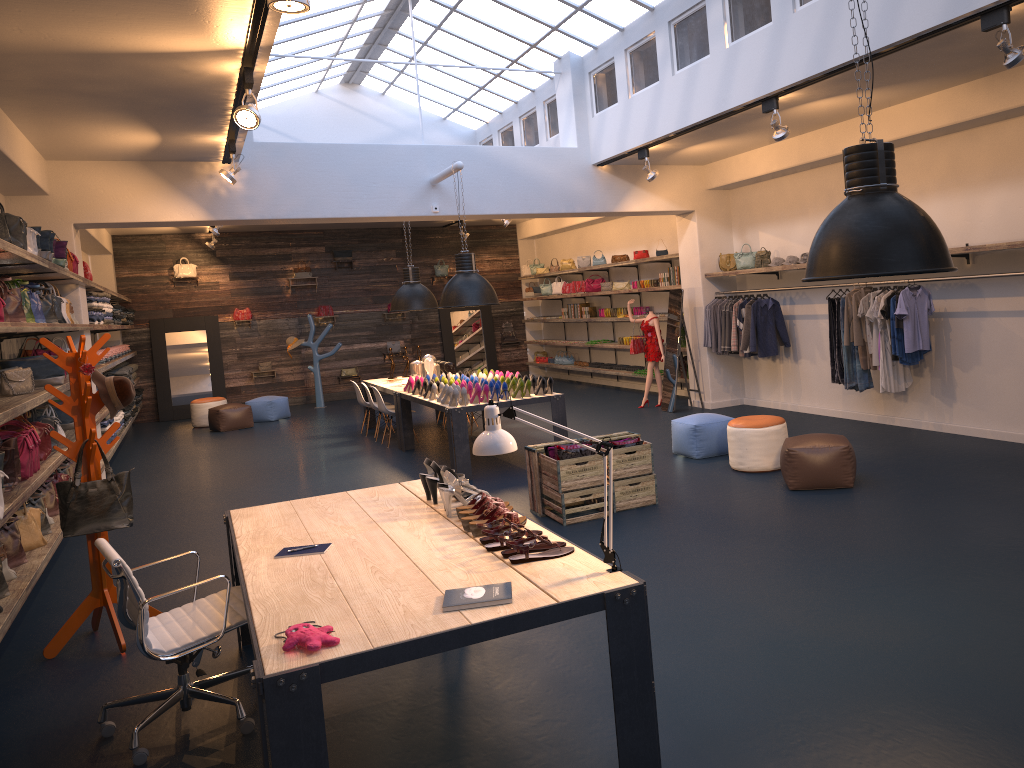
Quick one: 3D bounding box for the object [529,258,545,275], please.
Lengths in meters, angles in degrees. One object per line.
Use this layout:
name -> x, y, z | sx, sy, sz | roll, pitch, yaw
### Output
object -> 0.547, -2.563, 18.995 | 0.350, 0.366, 0.185 | -3, 3, 19

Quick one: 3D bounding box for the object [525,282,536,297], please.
object -> 0.447, -2.109, 19.341 | 0.334, 0.334, 0.174 | -3, 3, 20

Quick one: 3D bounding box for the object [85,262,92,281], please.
object -> -4.868, -1.243, 9.647 | 0.340, 0.244, 0.133 | -6, 3, -24

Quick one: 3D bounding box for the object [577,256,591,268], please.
object -> 1.388, -2.340, 16.636 | 0.263, 0.229, 0.082 | -3, 3, 17

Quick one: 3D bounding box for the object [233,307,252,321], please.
object -> -5.266, -1.366, 16.974 | 0.353, 0.253, 0.131 | -5, 3, -15

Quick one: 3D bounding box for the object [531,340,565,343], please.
object -> 0.783, -0.927, 18.751 | 0.376, 0.024, 1.755 | -6, 6, -20

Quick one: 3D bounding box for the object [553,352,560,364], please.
object -> 0.964, -0.580, 18.605 | 0.198, 0.279, 0.060 | -4, 2, 5

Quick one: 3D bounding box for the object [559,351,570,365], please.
object -> 1.095, -0.553, 18.163 | 0.268, 0.282, 0.099 | -4, 3, 10

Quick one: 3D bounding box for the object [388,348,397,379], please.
object -> -1.807, -0.312, 12.984 | 0.146, 0.467, 0.134 | -5, 2, -12

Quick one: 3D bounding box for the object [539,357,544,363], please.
object -> 0.706, -0.542, 19.230 | 0.214, 0.118, 0.092 | -4, 3, 9

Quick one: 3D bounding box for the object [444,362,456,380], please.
object -> -0.813, -0.151, 11.466 | 0.165, 0.285, 0.144 | -6, 3, -24

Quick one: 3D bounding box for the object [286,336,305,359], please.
object -> -4.165, -0.703, 16.741 | 0.359, 0.440, 0.331 | -6, 4, -26

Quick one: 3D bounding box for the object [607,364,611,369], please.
object -> 1.857, -0.330, 16.236 | 0.199, 0.087, 0.061 | -6, 4, -25

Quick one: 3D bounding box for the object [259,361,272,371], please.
object -> -4.872, -0.346, 17.145 | 0.095, 0.175, 0.293 | -2, 5, 45

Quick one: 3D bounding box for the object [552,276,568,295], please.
object -> 1.001, -2.042, 17.918 | 0.396, 0.385, 0.207 | -2, 4, 28

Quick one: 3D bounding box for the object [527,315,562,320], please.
object -> 0.770, -1.449, 18.887 | 0.514, 0.060, 1.425 | -6, 6, -21

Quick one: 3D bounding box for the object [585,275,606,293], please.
object -> 1.564, -1.896, 16.374 | 0.371, 0.336, 0.279 | -7, 4, -34

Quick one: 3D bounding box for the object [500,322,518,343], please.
object -> -0.074, -1.179, 19.551 | 0.383, 0.459, 0.218 | -6, 3, -25

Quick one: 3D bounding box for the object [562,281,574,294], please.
object -> 1.153, -1.928, 17.342 | 0.316, 0.253, 0.147 | -2, 4, 26

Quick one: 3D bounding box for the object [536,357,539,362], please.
object -> 0.636, -0.554, 19.419 | 0.214, 0.118, 0.092 | -4, 3, 9

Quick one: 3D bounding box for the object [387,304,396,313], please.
object -> -2.496, -1.628, 18.346 | 0.265, 0.243, 0.203 | -6, 4, -28

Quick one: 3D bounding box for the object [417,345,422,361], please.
object -> -1.392, -0.361, 13.189 | 0.128, 0.467, 0.151 | -2, 3, 43

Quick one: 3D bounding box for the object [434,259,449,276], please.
object -> -1.528, -2.514, 18.807 | 0.400, 0.366, 0.161 | -7, 4, -36

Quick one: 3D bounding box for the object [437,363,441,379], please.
object -> -1.029, -0.136, 11.449 | 0.189, 0.289, 0.160 | -7, 4, -35

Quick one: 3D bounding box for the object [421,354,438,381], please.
object -> -1.065, -0.177, 11.246 | 0.219, 0.411, 0.185 | -6, 3, -35

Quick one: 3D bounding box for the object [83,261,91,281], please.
object -> -4.835, -1.237, 9.562 | 0.341, 0.244, 0.132 | -6, 3, -27

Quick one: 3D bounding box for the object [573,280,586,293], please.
object -> 1.305, -1.890, 16.831 | 0.294, 0.249, 0.146 | -1, 4, 39

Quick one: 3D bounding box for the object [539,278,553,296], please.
object -> 0.753, -2.058, 18.370 | 0.350, 0.366, 0.185 | -3, 3, 19

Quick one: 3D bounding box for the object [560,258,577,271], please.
object -> 1.105, -2.382, 17.287 | 0.346, 0.233, 0.213 | -2, 4, 25

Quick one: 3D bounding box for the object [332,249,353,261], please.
object -> -3.472, -2.646, 17.848 | 0.451, 0.231, 0.164 | -7, 4, -31

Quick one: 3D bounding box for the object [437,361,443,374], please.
object -> -0.979, -0.180, 11.914 | 0.165, 0.285, 0.144 | -6, 3, -24

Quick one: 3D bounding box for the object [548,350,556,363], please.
object -> 0.873, -0.596, 18.849 | 0.198, 0.279, 0.060 | -4, 2, 5

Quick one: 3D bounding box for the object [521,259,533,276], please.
object -> 0.417, -2.606, 19.440 | 0.429, 0.385, 0.191 | -4, 3, -2

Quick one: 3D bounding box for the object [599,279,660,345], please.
object -> 2.086, -1.244, 15.464 | 0.485, 1.133, 2.524 | -5, 5, -20

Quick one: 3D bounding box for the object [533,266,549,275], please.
object -> 0.619, -2.443, 18.727 | 0.339, 0.173, 0.247 | -2, 5, 29

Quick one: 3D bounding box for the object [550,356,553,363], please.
object -> 0.919, -0.589, 18.735 | 0.203, 0.279, 0.058 | -5, 2, -4

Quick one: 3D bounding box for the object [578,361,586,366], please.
object -> 1.437, -0.411, 17.443 | 0.229, 0.082, 0.217 | -7, 6, -33

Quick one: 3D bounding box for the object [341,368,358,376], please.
object -> -3.327, -0.255, 17.876 | 0.211, 0.173, 0.396 | 0, 6, 44

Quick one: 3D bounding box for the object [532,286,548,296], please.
object -> 0.634, -2.027, 18.868 | 0.401, 0.231, 0.185 | -3, 4, 14

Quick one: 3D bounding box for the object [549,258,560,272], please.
object -> 0.885, -2.464, 18.016 | 0.269, 0.299, 0.112 | -2, 4, 38

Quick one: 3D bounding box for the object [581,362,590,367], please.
object -> 1.484, -0.391, 17.196 | 0.229, 0.082, 0.217 | -7, 6, -33

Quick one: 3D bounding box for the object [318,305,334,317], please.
object -> -3.785, -1.491, 17.684 | 0.347, 0.254, 0.127 | -7, 4, -36

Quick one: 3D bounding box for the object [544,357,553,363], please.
object -> 0.795, -0.532, 19.055 | 0.214, 0.118, 0.093 | -3, 3, 10

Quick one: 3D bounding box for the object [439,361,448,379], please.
object -> -0.897, -0.166, 11.694 | 0.165, 0.285, 0.144 | -6, 3, -24

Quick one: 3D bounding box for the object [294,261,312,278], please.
object -> -4.221, -2.304, 17.485 | 0.369, 0.334, 0.158 | -5, 3, -15

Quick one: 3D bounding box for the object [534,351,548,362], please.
object -> 0.656, -0.632, 19.636 | 0.361, 0.233, 0.204 | -4, 4, 8

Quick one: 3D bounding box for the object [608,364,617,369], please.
object -> 1.880, -0.326, 16.175 | 0.199, 0.087, 0.061 | -6, 4, -25

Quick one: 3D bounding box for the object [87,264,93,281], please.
object -> -4.898, -1.249, 9.740 | 0.343, 0.244, 0.132 | -7, 4, -30

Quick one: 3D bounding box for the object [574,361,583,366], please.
object -> 1.368, -0.428, 17.681 | 0.220, 0.082, 0.227 | -5, 5, -11

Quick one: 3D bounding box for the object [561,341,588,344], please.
object -> 1.262, -0.844, 17.461 | 0.379, 0.029, 0.830 | -6, 6, -21

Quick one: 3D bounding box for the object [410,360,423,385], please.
object -> -1.242, -0.143, 11.437 | 0.190, 0.335, 0.182 | -5, 3, -5

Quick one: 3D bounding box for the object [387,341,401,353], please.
object -> -2.489, -0.785, 18.339 | 0.284, 0.229, 0.076 | -5, 3, -10

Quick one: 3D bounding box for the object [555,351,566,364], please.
object -> 1.023, -0.564, 18.341 | 0.273, 0.282, 0.097 | -4, 3, 4

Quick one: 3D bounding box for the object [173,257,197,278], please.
object -> -6.209, -2.213, 16.501 | 0.462, 0.385, 0.177 | -7, 4, -36

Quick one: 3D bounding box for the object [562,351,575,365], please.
object -> 1.168, -0.542, 17.985 | 0.268, 0.282, 0.099 | -4, 3, 10
